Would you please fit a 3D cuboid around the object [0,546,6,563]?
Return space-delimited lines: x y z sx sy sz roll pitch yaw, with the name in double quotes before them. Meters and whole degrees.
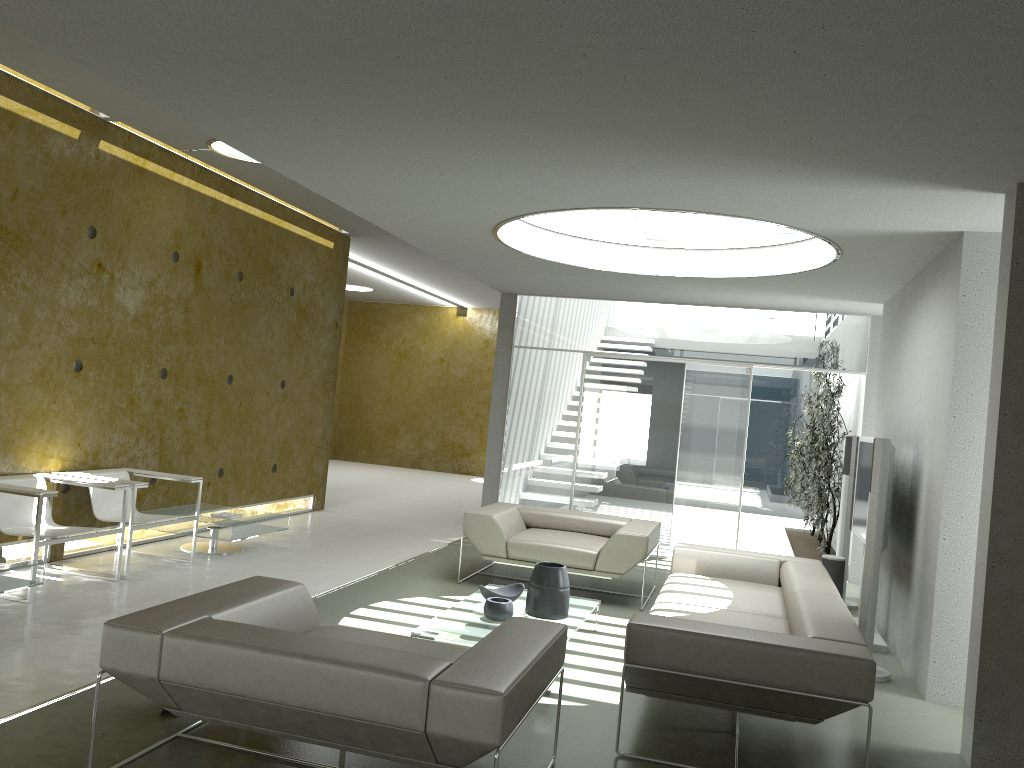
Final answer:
"object" -3.020 0.953 4.957 0.118 0.097 0.326 4 -2 40

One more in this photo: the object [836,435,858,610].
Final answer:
"object" 2.884 1.178 7.660 0.310 1.469 0.310 4 -2 42

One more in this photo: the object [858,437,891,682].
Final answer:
"object" 2.245 1.068 5.516 0.310 1.469 0.310 6 -1 -8

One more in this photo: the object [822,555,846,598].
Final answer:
"object" 2.629 1.652 7.302 0.175 0.461 0.185 5 -1 10

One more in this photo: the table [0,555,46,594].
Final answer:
"table" -3.274 1.126 4.838 0.900 0.300 0.900 5 -1 15

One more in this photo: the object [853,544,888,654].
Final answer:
"object" 2.556 1.513 6.543 0.323 0.689 0.882 5 -1 15

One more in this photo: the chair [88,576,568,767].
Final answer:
"chair" -0.626 1.197 3.412 1.481 0.583 1.039 5 -1 15

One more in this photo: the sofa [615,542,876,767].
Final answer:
"sofa" 1.305 1.413 5.038 1.037 0.585 2.791 5 -1 15

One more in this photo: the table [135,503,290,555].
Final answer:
"table" -2.543 1.258 7.588 0.900 0.300 0.900 5 -1 15

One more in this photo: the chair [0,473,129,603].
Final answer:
"chair" -3.119 0.979 5.831 0.710 0.667 0.800 5 -1 15

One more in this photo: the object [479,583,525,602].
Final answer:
"object" -0.069 1.330 5.604 0.317 0.125 0.223 6 -2 -38

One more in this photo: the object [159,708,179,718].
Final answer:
"object" -1.458 1.280 3.943 0.216 0.288 0.329 5 -1 5

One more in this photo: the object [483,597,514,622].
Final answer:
"object" -0.078 1.325 5.208 0.177 0.113 0.177 5 -1 -4

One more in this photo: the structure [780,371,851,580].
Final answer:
"structure" 3.645 0.757 10.679 0.646 2.589 3.371 5 -1 15

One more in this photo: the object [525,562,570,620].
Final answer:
"object" 0.225 1.259 5.424 0.265 0.309 0.265 5 -1 -2

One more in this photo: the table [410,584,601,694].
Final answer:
"table" 0.020 1.496 5.379 0.790 0.200 1.500 5 -1 15

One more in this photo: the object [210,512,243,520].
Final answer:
"object" -2.384 1.104 7.418 0.197 0.029 0.189 5 -1 15

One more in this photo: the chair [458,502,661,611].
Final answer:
"chair" 0.426 1.388 7.370 1.481 0.583 1.039 5 -1 15

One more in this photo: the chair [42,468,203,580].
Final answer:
"chair" -2.900 1.019 6.658 0.710 0.667 0.800 5 -1 15

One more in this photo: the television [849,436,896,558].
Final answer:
"television" 2.677 0.787 6.546 0.127 0.781 1.603 5 -1 15
